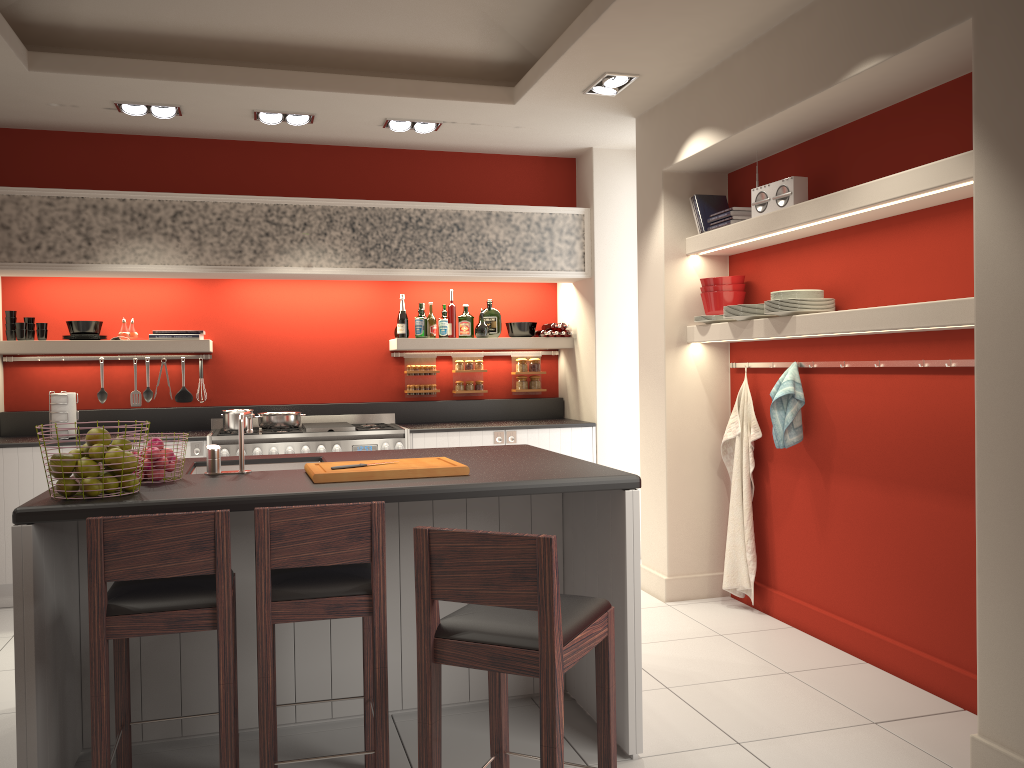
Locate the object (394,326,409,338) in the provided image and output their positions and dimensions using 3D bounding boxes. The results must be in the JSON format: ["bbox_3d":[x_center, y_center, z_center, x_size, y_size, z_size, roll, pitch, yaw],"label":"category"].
[{"bbox_3d":[-0.842,-0.453,6.766,0.113,0.226,0.113,0,1,25],"label":"object"}]

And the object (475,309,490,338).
[{"bbox_3d":[-0.227,-0.461,6.717,0.113,0.226,0.113,-1,1,-5],"label":"object"}]

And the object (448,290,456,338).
[{"bbox_3d":[-0.472,-0.527,6.726,0.062,0.366,0.210,-1,1,-17],"label":"object"}]

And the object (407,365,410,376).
[{"bbox_3d":[-0.791,-0.103,6.794,0.034,0.078,0.034,-1,1,5],"label":"object"}]

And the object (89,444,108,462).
[{"bbox_3d":[-1.347,0.225,2.889,0.057,0.061,0.062,-1,1,-1],"label":"object"}]

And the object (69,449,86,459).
[{"bbox_3d":[-1.426,0.244,2.903,0.057,0.061,0.062,-1,1,-1],"label":"object"}]

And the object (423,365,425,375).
[{"bbox_3d":[-0.677,-0.105,6.826,0.034,0.078,0.034,-1,1,5],"label":"object"}]

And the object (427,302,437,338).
[{"bbox_3d":[-0.613,-0.482,6.727,0.080,0.278,0.080,-1,1,-13],"label":"object"}]

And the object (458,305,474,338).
[{"bbox_3d":[-0.353,-0.478,6.812,0.112,0.260,0.071,-1,1,13],"label":"object"}]

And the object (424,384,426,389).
[{"bbox_3d":[-0.675,0.043,6.828,0.034,0.078,0.034,-1,1,5],"label":"object"}]

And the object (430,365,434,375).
[{"bbox_3d":[-0.613,-0.106,6.804,0.034,0.078,0.034,-1,1,5],"label":"object"}]

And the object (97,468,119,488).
[{"bbox_3d":[-1.352,0.317,2.979,0.086,0.079,0.084,0,1,29],"label":"object"}]

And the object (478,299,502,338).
[{"bbox_3d":[-0.171,-0.503,6.874,0.186,0.303,0.057,-1,1,14],"label":"object"}]

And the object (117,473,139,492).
[{"bbox_3d":[-1.274,0.324,2.942,0.068,0.068,0.068,-1,1,-5],"label":"object"}]

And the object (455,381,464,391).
[{"bbox_3d":[-0.406,0.019,6.889,0.068,0.088,0.068,-1,1,5],"label":"object"}]

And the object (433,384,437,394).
[{"bbox_3d":[-0.600,0.041,6.850,0.034,0.078,0.034,-1,1,5],"label":"object"}]

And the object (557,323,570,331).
[{"bbox_3d":[0.382,-0.446,6.945,0.062,0.062,0.366,-1,1,-16],"label":"object"}]

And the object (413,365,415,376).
[{"bbox_3d":[-0.754,-0.104,6.804,0.034,0.078,0.034,-1,1,5],"label":"object"}]

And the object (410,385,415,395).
[{"bbox_3d":[-0.761,0.045,6.763,0.034,0.078,0.034,-1,1,5],"label":"object"}]

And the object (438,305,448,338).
[{"bbox_3d":[-0.518,-0.476,6.811,0.094,0.263,0.094,0,1,40],"label":"object"}]

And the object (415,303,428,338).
[{"bbox_3d":[-0.676,-0.470,6.598,0.094,0.264,0.094,-1,1,-27],"label":"object"}]

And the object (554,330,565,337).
[{"bbox_3d":[0.347,-0.392,6.958,0.061,0.061,0.366,-1,1,-16],"label":"object"}]

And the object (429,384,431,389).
[{"bbox_3d":[-0.637,0.042,6.839,0.034,0.078,0.034,-1,1,5],"label":"object"}]

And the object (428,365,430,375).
[{"bbox_3d":[-0.639,-0.106,6.837,0.034,0.078,0.034,-1,1,5],"label":"object"}]

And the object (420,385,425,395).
[{"bbox_3d":[-0.686,0.044,6.785,0.034,0.078,0.034,-1,1,5],"label":"object"}]

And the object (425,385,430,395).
[{"bbox_3d":[-0.649,0.043,6.796,0.034,0.078,0.034,-1,1,5],"label":"object"}]

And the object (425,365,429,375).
[{"bbox_3d":[-0.651,-0.105,6.794,0.034,0.078,0.034,-1,1,5],"label":"object"}]

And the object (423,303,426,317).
[{"bbox_3d":[-0.680,-0.481,6.799,0.083,0.277,0.083,-1,1,-12],"label":"object"}]

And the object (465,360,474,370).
[{"bbox_3d":[-0.333,-0.143,6.908,0.068,0.088,0.068,-1,1,5],"label":"object"}]

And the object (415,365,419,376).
[{"bbox_3d":[-0.726,-0.104,6.772,0.034,0.078,0.034,-1,1,5],"label":"object"}]

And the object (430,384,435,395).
[{"bbox_3d":[-0.611,0.042,6.806,0.034,0.078,0.034,-1,1,5],"label":"object"}]

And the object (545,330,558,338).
[{"bbox_3d":[0.292,-0.390,6.920,0.062,0.062,0.366,-1,1,-16],"label":"object"}]

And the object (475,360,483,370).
[{"bbox_3d":[-0.258,-0.144,6.930,0.068,0.088,0.068,-1,1,5],"label":"object"}]

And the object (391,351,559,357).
[{"bbox_3d":[-0.280,-0.237,7.003,1.355,0.034,0.048,-1,1,-16],"label":"object"}]

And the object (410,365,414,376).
[{"bbox_3d":[-0.764,-0.103,6.761,0.034,0.078,0.034,-1,1,5],"label":"object"}]

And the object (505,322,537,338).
[{"bbox_3d":[0.074,-0.419,6.955,0.251,0.121,0.251,-2,1,-34],"label":"object"}]

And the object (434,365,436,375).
[{"bbox_3d":[-0.602,-0.107,6.848,0.034,0.078,0.034,-1,1,5],"label":"object"}]

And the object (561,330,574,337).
[{"bbox_3d":[0.413,-0.393,6.957,0.061,0.061,0.366,-1,1,-16],"label":"object"}]

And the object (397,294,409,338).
[{"bbox_3d":[-0.812,-0.501,6.581,0.083,0.331,0.083,-2,1,-45],"label":"object"}]

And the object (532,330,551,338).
[{"bbox_3d":[0.232,-0.389,6.903,0.062,0.062,0.366,-1,1,-16],"label":"object"}]

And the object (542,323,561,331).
[{"bbox_3d":[0.315,-0.445,6.950,0.062,0.062,0.366,-1,1,-16],"label":"object"}]

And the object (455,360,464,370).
[{"bbox_3d":[-0.408,-0.141,6.887,0.068,0.088,0.068,-1,1,5],"label":"object"}]

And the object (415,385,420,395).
[{"bbox_3d":[-0.724,0.045,6.774,0.034,0.078,0.034,-1,1,5],"label":"object"}]

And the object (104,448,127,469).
[{"bbox_3d":[-1.287,0.242,2.882,0.067,0.068,0.067,0,1,36],"label":"object"}]

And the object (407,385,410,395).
[{"bbox_3d":[-0.789,0.045,6.796,0.034,0.078,0.034,-1,1,5],"label":"object"}]

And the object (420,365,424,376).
[{"bbox_3d":[-0.688,-0.104,6.783,0.034,0.078,0.034,-1,1,5],"label":"object"}]

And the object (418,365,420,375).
[{"bbox_3d":[-0.716,-0.105,6.815,0.034,0.078,0.034,-1,1,5],"label":"object"}]
